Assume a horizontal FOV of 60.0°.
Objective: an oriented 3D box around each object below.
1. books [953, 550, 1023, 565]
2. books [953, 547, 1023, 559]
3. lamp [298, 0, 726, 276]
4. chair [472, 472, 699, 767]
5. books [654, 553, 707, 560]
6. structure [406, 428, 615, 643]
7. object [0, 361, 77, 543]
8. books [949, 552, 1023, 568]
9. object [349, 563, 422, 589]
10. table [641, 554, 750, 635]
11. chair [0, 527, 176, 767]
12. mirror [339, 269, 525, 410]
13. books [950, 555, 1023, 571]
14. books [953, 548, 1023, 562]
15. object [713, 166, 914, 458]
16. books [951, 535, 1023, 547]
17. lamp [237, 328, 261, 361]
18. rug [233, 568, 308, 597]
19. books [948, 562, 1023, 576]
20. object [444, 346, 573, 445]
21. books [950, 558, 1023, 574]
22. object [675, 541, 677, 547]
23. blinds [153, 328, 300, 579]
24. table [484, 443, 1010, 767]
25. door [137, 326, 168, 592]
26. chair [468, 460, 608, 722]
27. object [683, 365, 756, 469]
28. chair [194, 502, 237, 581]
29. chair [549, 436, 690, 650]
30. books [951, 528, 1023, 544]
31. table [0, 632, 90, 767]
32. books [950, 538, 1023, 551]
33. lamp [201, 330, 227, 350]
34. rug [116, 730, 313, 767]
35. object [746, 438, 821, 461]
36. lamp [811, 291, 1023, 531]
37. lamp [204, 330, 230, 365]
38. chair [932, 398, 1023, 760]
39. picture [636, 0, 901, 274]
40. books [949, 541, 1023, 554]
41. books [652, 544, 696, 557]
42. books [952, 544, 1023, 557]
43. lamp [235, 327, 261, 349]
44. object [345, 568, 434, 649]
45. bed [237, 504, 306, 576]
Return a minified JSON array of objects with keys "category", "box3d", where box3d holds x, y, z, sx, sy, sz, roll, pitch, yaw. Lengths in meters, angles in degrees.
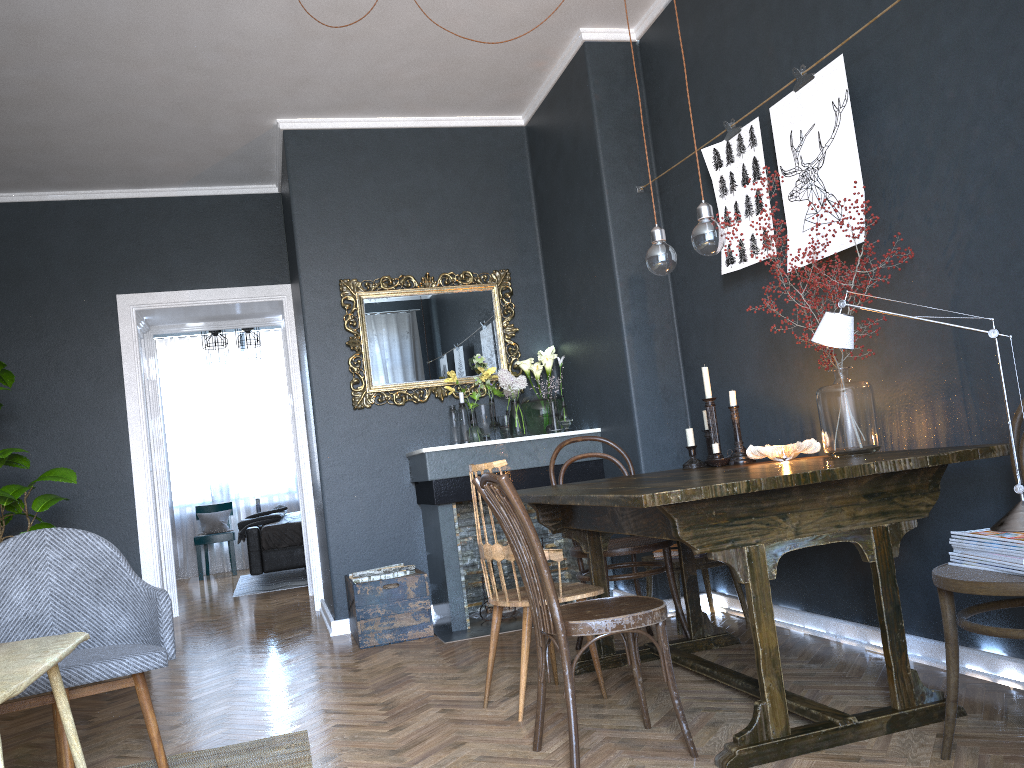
[{"category":"books","box3d":[1.224,0.395,2.091,0.218,0.008,0.288,-7,-5,-3]},{"category":"books","box3d":[1.224,0.382,2.083,0.218,0.006,0.305,-7,-5,-4]},{"category":"lamp","box3d":[-0.163,-1.094,3.115,1.591,1.572,0.583,-8,-5,15]},{"category":"chair","box3d":[0.193,0.628,2.479,0.466,0.819,0.363,-6,-5,-16]},{"category":"books","box3d":[0.819,0.790,4.153,0.219,0.013,0.272,-10,-6,30]},{"category":"structure","box3d":[0.010,0.801,4.934,1.065,0.980,0.835,-6,-5,-16]},{"category":"object","box3d":[-2.881,0.670,4.693,1.117,1.896,0.765,-5,-5,-22]},{"category":"books","box3d":[1.218,0.401,2.091,0.218,0.013,0.305,-7,-5,-4]},{"category":"object","box3d":[-0.679,1.116,4.797,0.369,0.246,0.534,-6,-5,-16]},{"category":"table","box3d":[0.841,0.952,4.124,0.364,0.317,0.370,-6,-5,-16]},{"category":"chair","box3d":[-1.407,0.851,2.725,0.644,0.810,0.495,-4,-6,-38]},{"category":"mirror","box3d":[-0.467,-0.282,5.305,1.056,0.783,0.067,-6,-4,-16]},{"category":"books","box3d":[1.220,0.408,2.089,0.218,0.008,0.305,-7,-5,-4]},{"category":"books","box3d":[1.224,0.389,2.091,0.218,0.008,0.288,-7,-5,-3]},{"category":"object","box3d":[1.065,-0.228,2.931,0.638,0.929,0.557,-2,-6,-45]},{"category":"books","box3d":[1.222,0.356,2.086,0.218,0.008,0.305,-7,-5,-4]},{"category":"lamp","box3d":[-2.788,-0.625,9.329,0.210,0.746,0.210,-7,-4,-2]},{"category":"rug","box3d":[-1.951,1.871,8.722,1.457,0.013,2.048,-6,-5,-16]},{"category":"books","box3d":[1.222,0.423,2.088,0.218,0.008,0.305,-6,-5,-9]},{"category":"object","box3d":[-0.017,0.054,5.175,0.727,0.546,0.475,-6,-5,-13]},{"category":"books","box3d":[1.221,0.416,2.090,0.218,0.007,0.305,-7,-5,-4]},{"category":"object","box3d":[0.793,0.674,4.149,0.074,0.173,0.074,-9,-5,29]},{"category":"blinds","box3d":[-3.008,0.751,10.541,3.991,2.785,0.313,-6,-4,-16]},{"category":"table","box3d":[0.675,0.659,2.961,1.125,0.726,1.607,-6,-5,-16]},{"category":"door","box3d":[-2.635,0.634,6.336,0.162,2.184,0.858,-6,-5,-16]},{"category":"chair","box3d":[0.073,0.687,3.122,0.383,0.855,0.457,-4,-5,-31]},{"category":"object","box3d":[0.807,0.127,3.624,0.223,0.419,0.369,-6,-5,-15]},{"category":"chair","box3d":[-3.311,1.743,9.921,0.435,0.797,0.593,-6,-5,-16]},{"category":"chair","box3d":[0.444,0.663,3.776,0.437,0.919,0.550,-6,-5,-13]},{"category":"books","box3d":[1.220,0.348,2.085,0.218,0.013,0.305,-7,-5,-4]},{"category":"table","box3d":[-1.093,0.867,1.836,0.339,0.549,0.789,-6,-5,-16]},{"category":"books","box3d":[1.219,0.364,2.085,0.218,0.008,0.305,-7,-5,-5]},{"category":"lamp","box3d":[-2.909,-0.700,8.576,0.210,0.713,0.210,-7,-4,-2]},{"category":"rug","box3d":[-0.930,1.137,1.993,1.003,0.013,2.014,-6,-5,-16]},{"category":"object","box3d":[0.970,0.239,3.173,0.252,0.072,0.254,-6,-5,-9]},{"category":"lamp","box3d":[1.213,0.227,2.232,0.801,1.068,0.242,-10,-5,29]},{"category":"lamp","box3d":[-3.002,-0.604,8.947,0.210,0.803,0.210,-7,-4,-2]},{"category":"chair","box3d":[1.264,0.408,2.076,0.549,0.919,0.438,-6,-5,-18]},{"category":"picture","box3d":[1.279,-0.903,2.400,0.058,0.770,4.464,-6,-5,-16]},{"category":"books","box3d":[1.217,0.371,2.084,0.218,0.008,0.305,-7,-5,-5]},{"category":"books","box3d":[0.799,0.774,4.151,0.207,0.024,0.262,-10,-6,27]},{"category":"books","box3d":[1.220,0.378,2.087,0.218,0.008,0.288,-7,-5,-5]},{"category":"lamp","box3d":[-2.526,-0.731,8.382,0.210,0.768,0.210,-7,-4,-2]},{"category":"object","box3d":[-0.673,1.191,4.789,0.383,0.326,0.553,-6,-5,-16]},{"category":"bed","box3d":[-1.539,1.253,8.935,2.374,1.160,2.269,-6,-5,-16]}]
